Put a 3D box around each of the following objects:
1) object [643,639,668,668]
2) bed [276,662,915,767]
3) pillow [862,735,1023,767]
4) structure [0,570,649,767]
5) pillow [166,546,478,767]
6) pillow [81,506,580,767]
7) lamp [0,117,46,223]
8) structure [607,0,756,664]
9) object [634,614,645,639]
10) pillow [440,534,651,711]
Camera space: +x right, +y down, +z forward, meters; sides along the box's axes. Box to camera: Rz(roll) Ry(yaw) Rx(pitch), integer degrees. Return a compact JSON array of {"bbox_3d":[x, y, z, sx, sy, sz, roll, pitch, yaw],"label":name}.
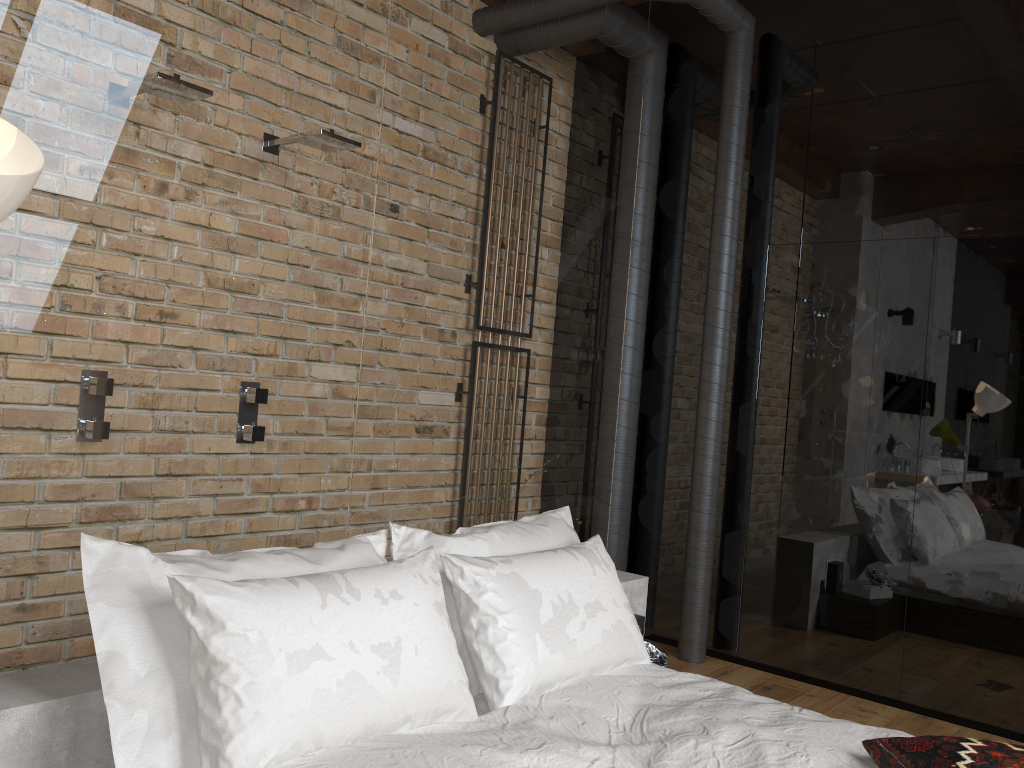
[{"bbox_3d":[0.475,0.954,3.107,0.170,0.094,0.160,5,-1,-39],"label":"object"},{"bbox_3d":[0.545,1.030,1.887,2.169,0.442,2.300,4,-1,40],"label":"bed"},{"bbox_3d":[1.033,0.838,1.671,0.453,0.157,0.748,5,-1,0],"label":"pillow"},{"bbox_3d":[-0.446,0.932,2.548,0.206,0.494,2.820,4,-1,40],"label":"structure"},{"bbox_3d":[-0.386,0.599,1.959,0.276,0.397,0.744,4,-1,39],"label":"pillow"},{"bbox_3d":[-0.256,0.621,2.379,0.358,0.517,1.746,4,-1,39],"label":"pillow"},{"bbox_3d":[-1.028,0.325,1.398,0.561,1.582,0.270,4,-1,37],"label":"lamp"},{"bbox_3d":[0.391,-0.302,4.338,1.189,3.140,0.829,4,-1,40],"label":"structure"},{"bbox_3d":[0.443,0.974,3.370,0.067,0.178,0.116,4,-1,43],"label":"object"},{"bbox_3d":[0.115,0.670,2.571,0.291,0.385,0.748,4,-1,39],"label":"pillow"}]
